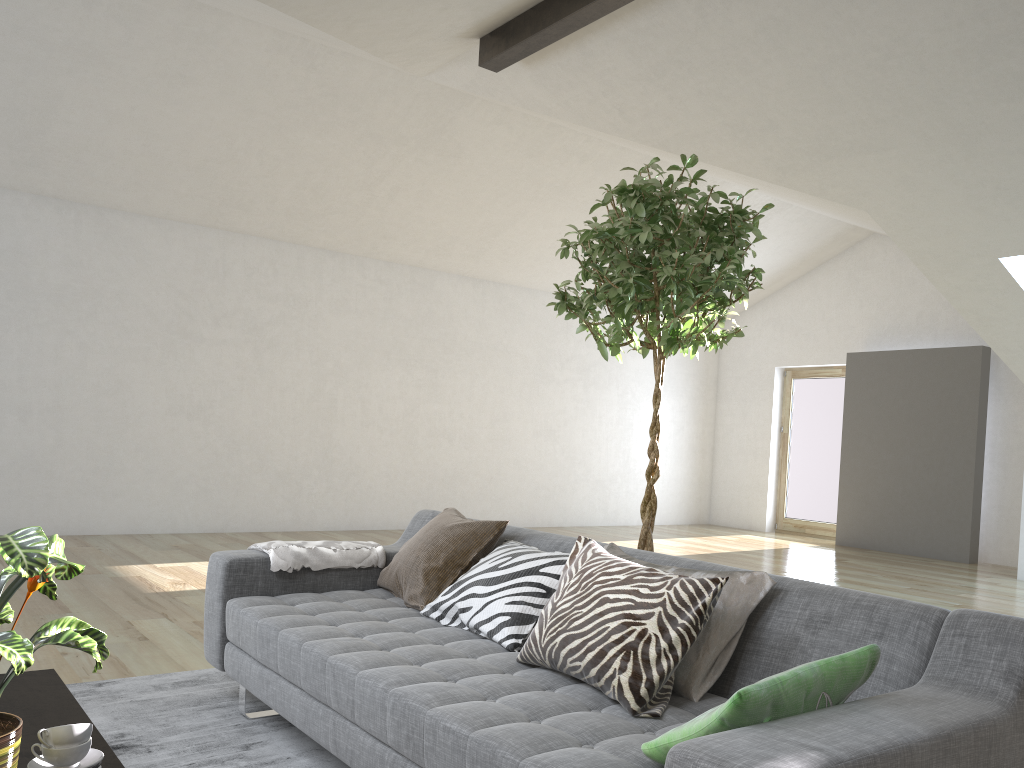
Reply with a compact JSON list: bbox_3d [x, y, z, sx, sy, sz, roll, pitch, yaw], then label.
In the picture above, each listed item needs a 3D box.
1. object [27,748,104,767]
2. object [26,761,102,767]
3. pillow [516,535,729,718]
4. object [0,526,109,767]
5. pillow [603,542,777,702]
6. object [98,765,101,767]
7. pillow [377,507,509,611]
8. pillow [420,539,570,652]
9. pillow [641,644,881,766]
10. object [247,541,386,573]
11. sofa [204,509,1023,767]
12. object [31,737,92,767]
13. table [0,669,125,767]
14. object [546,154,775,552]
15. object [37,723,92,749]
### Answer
[{"bbox_3d":[-0.810,0.692,1.613,0.126,0.024,0.117,6,-5,-41],"label":"object"},{"bbox_3d":[-0.814,0.702,1.611,0.121,0.021,0.122,3,-4,4],"label":"object"},{"bbox_3d":[0.257,0.576,2.195,0.281,0.340,0.558,4,-2,-32],"label":"pillow"},{"bbox_3d":[-0.891,0.488,1.473,0.370,0.526,0.445,3,-1,28],"label":"object"},{"bbox_3d":[0.355,0.616,2.355,0.263,0.318,0.640,4,-3,-35],"label":"pillow"},{"bbox_3d":[-0.814,0.712,1.611,0.121,0.021,0.122,3,-4,4],"label":"object"},{"bbox_3d":[-0.270,0.629,3.212,0.307,0.338,0.581,4,-3,-26],"label":"pillow"},{"bbox_3d":[-0.006,0.647,2.771,0.359,0.283,0.559,5,-3,-36],"label":"pillow"},{"bbox_3d":[0.479,0.611,1.670,0.443,0.261,0.228,5,-2,-35],"label":"pillow"},{"bbox_3d":[-0.754,0.791,3.357,0.481,0.419,0.357,4,-2,-34],"label":"object"},{"bbox_3d":[0.015,0.805,2.507,1.028,0.683,2.455,5,-4,-36],"label":"sofa"},{"bbox_3d":[-0.810,0.672,1.611,0.077,0.050,0.085,2,-3,31],"label":"object"},{"bbox_3d":[-1.003,0.868,1.521,0.622,0.325,1.546,5,-4,-36],"label":"table"},{"bbox_3d":[0.472,0.208,3.215,0.786,2.020,0.827,3,0,32],"label":"object"},{"bbox_3d":[-0.810,0.643,1.612,0.085,0.068,0.076,4,-2,-22],"label":"object"}]
